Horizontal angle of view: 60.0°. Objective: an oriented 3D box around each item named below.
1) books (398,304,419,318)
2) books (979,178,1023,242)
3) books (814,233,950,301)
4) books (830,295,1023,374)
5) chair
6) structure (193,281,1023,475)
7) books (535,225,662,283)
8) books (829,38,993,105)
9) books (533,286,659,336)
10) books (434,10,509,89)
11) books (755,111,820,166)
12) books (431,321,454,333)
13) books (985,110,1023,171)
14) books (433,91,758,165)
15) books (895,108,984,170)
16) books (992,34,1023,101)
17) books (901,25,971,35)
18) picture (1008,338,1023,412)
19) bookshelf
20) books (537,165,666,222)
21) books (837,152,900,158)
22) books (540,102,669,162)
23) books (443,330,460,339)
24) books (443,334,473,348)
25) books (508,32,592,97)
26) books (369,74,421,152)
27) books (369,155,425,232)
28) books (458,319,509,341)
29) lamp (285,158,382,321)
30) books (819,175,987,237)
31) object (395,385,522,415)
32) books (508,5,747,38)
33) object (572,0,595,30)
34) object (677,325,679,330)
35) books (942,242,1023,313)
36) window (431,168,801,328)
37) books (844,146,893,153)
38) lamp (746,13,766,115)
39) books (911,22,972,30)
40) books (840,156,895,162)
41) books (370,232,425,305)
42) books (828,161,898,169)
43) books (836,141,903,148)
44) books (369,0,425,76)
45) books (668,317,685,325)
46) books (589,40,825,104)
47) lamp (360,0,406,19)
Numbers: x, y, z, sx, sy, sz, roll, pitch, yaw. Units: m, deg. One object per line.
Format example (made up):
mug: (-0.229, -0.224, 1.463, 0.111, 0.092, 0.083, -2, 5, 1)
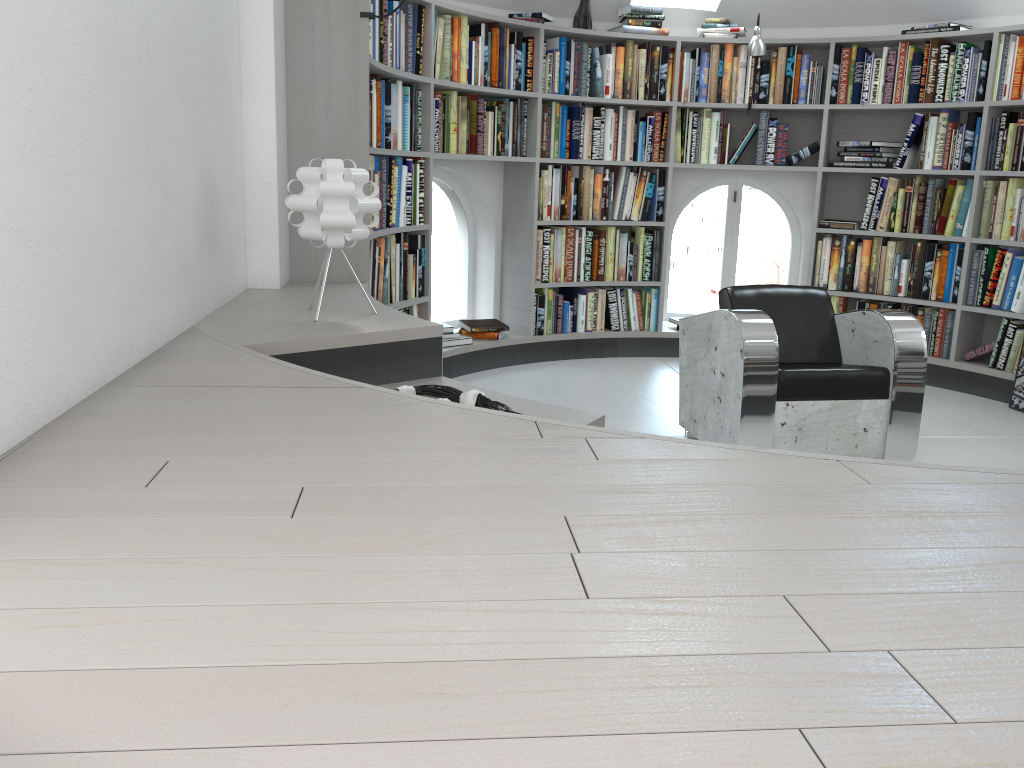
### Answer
books: (-0.723, -0.228, 4.556, 0.283, 0.318, 0.923, 5, 14, 12)
books: (2.986, -0.911, 4.723, 0.275, 0.345, 1.026, -3, 14, -20)
books: (2.345, -0.750, 5.587, 0.874, 0.348, 0.273, 11, 16, 35)
books: (2.521, -0.339, 5.451, 0.360, 0.309, 1.502, -10, 18, -42)
chair: (1.256, -0.054, 3.980, 0.823, 0.715, 0.746, -1, 13, -11)
structure: (1.198, -0.024, 3.871, 4.723, 0.689, 4.725, 12, 17, 38)
books: (0.537, -0.864, 5.846, 1.032, 0.355, 0.294, -3, 14, -20)
books: (2.396, -1.867, 5.342, 0.972, 0.365, 0.307, 12, 16, 36)
books: (0.511, -0.509, 5.910, 1.019, 0.304, 0.289, -3, 14, -21)
books: (-0.326, -1.870, 5.002, 0.269, 0.371, 0.795, 11, 16, 36)
books: (1.789, -1.575, 5.719, 0.399, 0.339, 0.225, 5, 13, 14)
books: (-0.495, -0.339, 5.335, 0.214, 0.036, 0.228, -6, 15, -29)
books: (2.989, -1.286, 4.647, 0.279, 0.356, 1.058, -3, 14, -20)
books: (0.410, -1.557, 5.481, 2.530, 0.369, 0.594, -4, 14, -25)
books: (2.602, -1.449, 5.277, 0.555, 0.348, 0.256, 13, 17, 39)
books: (2.998, -1.663, 4.579, 0.293, 0.360, 1.019, -4, 14, -23)
books: (2.545, -2.075, 5.260, 0.317, 0.036, 0.337, -11, 18, -42)
picture: (2.878, -0.220, 4.552, 0.090, 0.858, 0.582, -2, 13, -16)
bookshelf: (1.088, -1.095, 5.055, 4.332, 1.869, 2.122, 0, 13, -6)
books: (0.536, -1.239, 5.760, 0.998, 0.349, 0.299, -4, 14, -22)
books: (2.250, -1.446, 5.597, 0.287, 0.031, 0.270, 15, 18, 43)
books: (0.534, -1.617, 5.721, 1.028, 0.357, 0.302, -3, 13, -20)
books: (-0.496, -0.308, 5.341, 0.269, 0.031, 0.287, -6, 15, -29)
books: (-0.497, -0.275, 5.348, 0.366, 0.042, 0.389, -9, 17, -38)
books: (0.173, -1.953, 5.460, 0.683, 0.344, 0.266, -5, 14, -28)
books: (-0.703, -1.312, 4.293, 0.303, 0.345, 1.094, 4, 14, 9)
books: (-0.678, -0.937, 4.339, 0.261, 0.357, 1.026, 4, 14, 11)
books: (-0.179, -0.339, 5.545, 0.318, 0.099, 0.293, 1, 13, -4)
lamp: (-0.603, -0.492, 2.995, 0.305, 0.522, 0.307, -2, 13, -17)
books: (2.418, -1.106, 5.450, 0.976, 0.350, 0.252, 12, 16, 36)
object: (-0.170, 0.064, 2.521, 0.218, 0.081, 0.475, -10, 18, -42)
books: (0.209, -2.186, 5.116, 2.819, 0.172, 0.751, -8, 16, -34)
object: (0.456, -2.311, 5.483, 0.147, 0.263, 0.203, 0, 13, -9)
object: (1.251, -0.394, 6.099, 0.226, 0.036, 0.215, 4, 14, 11)
books: (2.935, -0.555, 4.858, 0.304, 0.356, 1.190, -4, 15, -24)
window: (0.481, -0.890, 5.921, 3.232, 1.144, 0.620, -3, 13, -20)
books: (2.251, -1.477, 5.591, 0.227, 0.036, 0.214, 14, 18, 43)
lamp: (1.467, -1.955, 5.442, 0.113, 0.563, 0.360, 2, 12, 1)
books: (2.546, -2.103, 5.254, 0.233, 0.027, 0.248, -7, 16, -32)
books: (2.249, -1.416, 5.603, 0.286, 0.031, 0.270, 9, 15, 28)
books: (-0.732, -0.339, 4.197, 0.390, 0.691, 1.651, 3, 13, 4)
books: (2.248, -1.384, 5.610, 0.389, 0.042, 0.367, 11, 16, 33)
books: (2.252, -1.508, 5.584, 0.269, 0.031, 0.287, -5, 15, -25)
books: (-0.681, -1.684, 4.194, 0.300, 0.359, 1.039, 4, 13, 10)
books: (1.252, -0.424, 6.093, 0.268, 0.029, 0.254, -2, 14, -15)
books: (1.223, -1.986, 5.687, 1.565, 0.365, 0.396, 2, 13, 0)
lamp: (-0.433, -1.696, 3.749, 0.414, 0.310, 0.117, 0, 12, -9)
